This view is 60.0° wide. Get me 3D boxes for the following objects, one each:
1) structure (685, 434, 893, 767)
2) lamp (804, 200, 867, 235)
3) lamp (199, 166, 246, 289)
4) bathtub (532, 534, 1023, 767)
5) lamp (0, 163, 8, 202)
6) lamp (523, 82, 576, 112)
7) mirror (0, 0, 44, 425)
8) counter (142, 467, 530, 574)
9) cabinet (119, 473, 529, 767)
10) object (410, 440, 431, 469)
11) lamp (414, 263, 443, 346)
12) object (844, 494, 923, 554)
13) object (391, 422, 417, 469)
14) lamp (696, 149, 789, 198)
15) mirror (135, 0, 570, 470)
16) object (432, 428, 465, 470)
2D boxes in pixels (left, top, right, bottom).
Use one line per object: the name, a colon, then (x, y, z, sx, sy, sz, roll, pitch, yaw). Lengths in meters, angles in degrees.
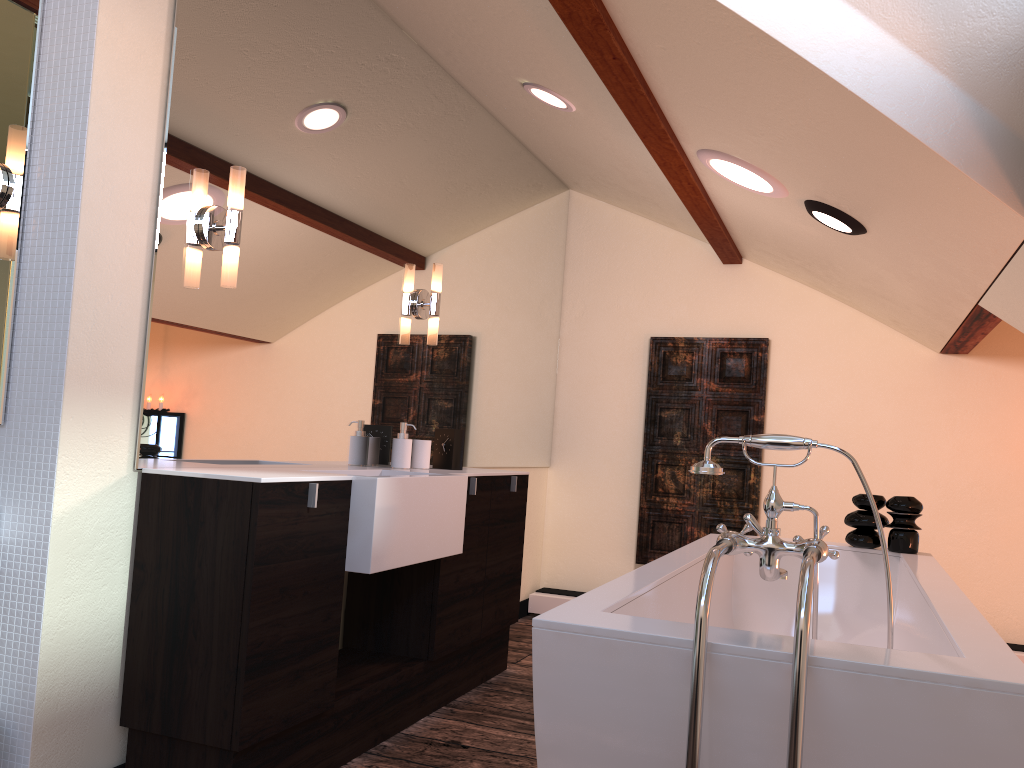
structure: (0.429, 0.653, 1.590, 0.384, 1.118, 0.555, 2, -3, 36)
lamp: (1.122, -0.641, 3.073, 0.214, 0.130, 0.247, 3, -4, 17)
lamp: (-0.778, -0.474, 2.422, 0.083, 0.365, 0.132, 3, -2, 21)
bathtub: (0.785, 0.929, 2.462, 0.798, 0.692, 2.222, 2, -4, 21)
lamp: (-1.269, -0.532, 2.082, 0.131, 0.365, 0.083, 3, -2, 21)
lamp: (0.142, -1.216, 3.385, 0.206, 0.101, 0.229, 2, -4, 26)
mirror: (-1.426, -0.539, 2.196, 0.603, 1.275, 0.011, 3, -2, 21)
counter: (-0.402, 0.478, 3.013, 0.442, 0.295, 1.860, 2, -4, 21)
cabinet: (-0.450, 0.802, 3.012, 0.385, 0.921, 1.861, 3, -4, 21)
object: (-0.351, 0.301, 3.417, 0.073, 0.122, 0.073, 3, -3, 17)
lamp: (-0.329, -0.357, 3.578, 0.083, 0.365, 0.132, 3, -2, 21)
object: (1.368, 0.567, 3.277, 0.156, 0.228, 0.276, 6, -4, -39)
object: (-0.409, 0.255, 3.312, 0.074, 0.190, 0.080, 5, -3, -29)
lamp: (0.818, -0.830, 3.150, 0.328, 0.171, 0.370, 3, -4, 17)
mirror: (-0.301, -0.526, 3.759, 0.011, 1.840, 3.243, 3, -4, 21)
object: (-0.252, 0.288, 3.527, 0.116, 0.177, 0.067, 1, -4, 44)
